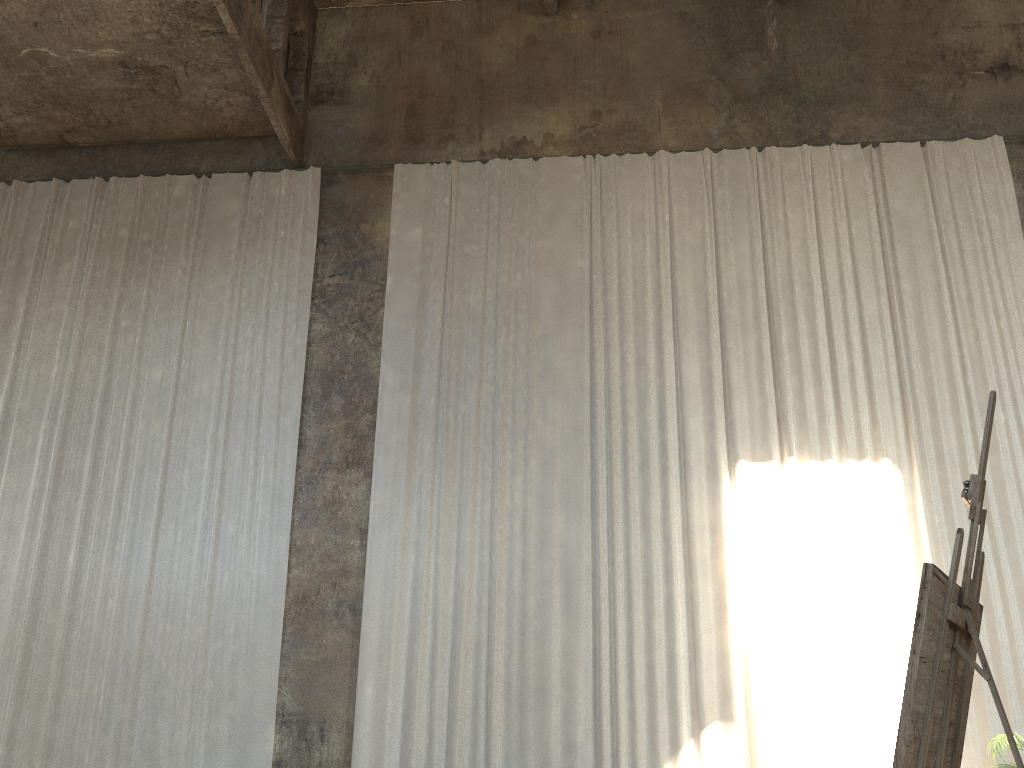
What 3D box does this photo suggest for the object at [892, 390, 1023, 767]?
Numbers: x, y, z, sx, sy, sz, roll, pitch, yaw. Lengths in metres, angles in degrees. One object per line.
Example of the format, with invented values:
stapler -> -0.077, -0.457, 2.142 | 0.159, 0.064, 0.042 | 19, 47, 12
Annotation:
object -> 1.227, 1.048, 2.419 | 0.694, 2.057, 0.721 | -13, -23, 34

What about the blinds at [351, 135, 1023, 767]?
blinds -> 2.205, 0.944, 9.929 | 7.824, 8.293, 0.286 | -2, -18, 6

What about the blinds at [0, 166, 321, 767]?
blinds -> -6.416, 1.167, 10.605 | 7.824, 8.293, 0.286 | -2, -18, 6

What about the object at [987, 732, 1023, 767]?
object -> 4.881, 3.911, 7.936 | 1.129, 1.396, 1.139 | 2, -21, -4
